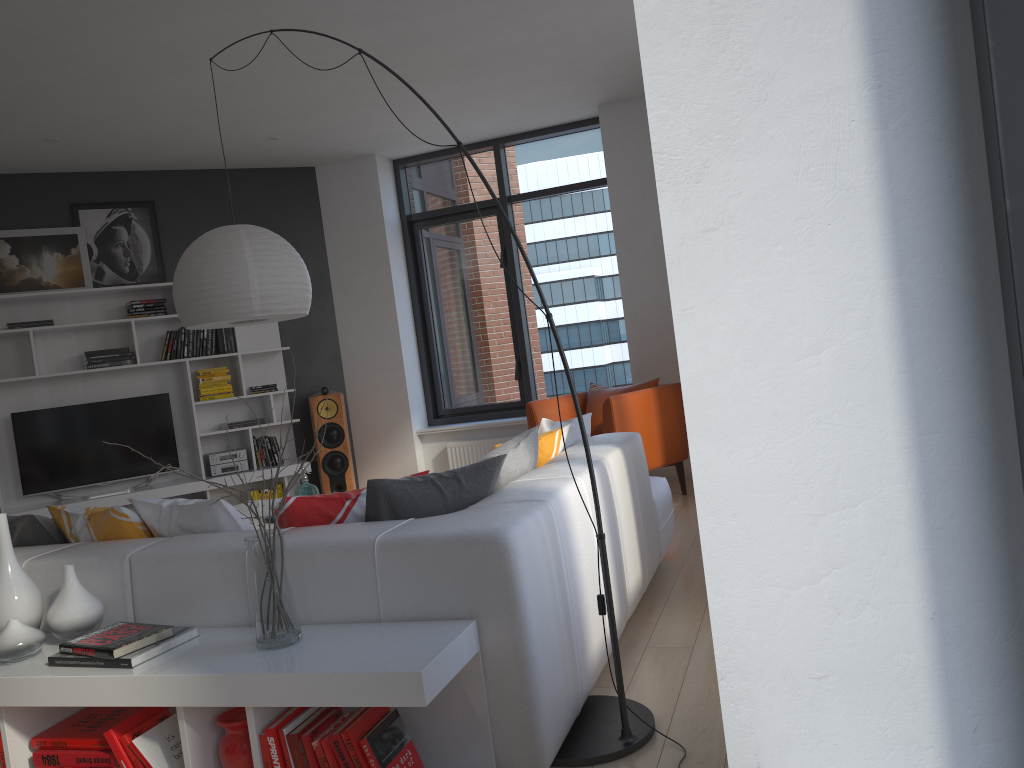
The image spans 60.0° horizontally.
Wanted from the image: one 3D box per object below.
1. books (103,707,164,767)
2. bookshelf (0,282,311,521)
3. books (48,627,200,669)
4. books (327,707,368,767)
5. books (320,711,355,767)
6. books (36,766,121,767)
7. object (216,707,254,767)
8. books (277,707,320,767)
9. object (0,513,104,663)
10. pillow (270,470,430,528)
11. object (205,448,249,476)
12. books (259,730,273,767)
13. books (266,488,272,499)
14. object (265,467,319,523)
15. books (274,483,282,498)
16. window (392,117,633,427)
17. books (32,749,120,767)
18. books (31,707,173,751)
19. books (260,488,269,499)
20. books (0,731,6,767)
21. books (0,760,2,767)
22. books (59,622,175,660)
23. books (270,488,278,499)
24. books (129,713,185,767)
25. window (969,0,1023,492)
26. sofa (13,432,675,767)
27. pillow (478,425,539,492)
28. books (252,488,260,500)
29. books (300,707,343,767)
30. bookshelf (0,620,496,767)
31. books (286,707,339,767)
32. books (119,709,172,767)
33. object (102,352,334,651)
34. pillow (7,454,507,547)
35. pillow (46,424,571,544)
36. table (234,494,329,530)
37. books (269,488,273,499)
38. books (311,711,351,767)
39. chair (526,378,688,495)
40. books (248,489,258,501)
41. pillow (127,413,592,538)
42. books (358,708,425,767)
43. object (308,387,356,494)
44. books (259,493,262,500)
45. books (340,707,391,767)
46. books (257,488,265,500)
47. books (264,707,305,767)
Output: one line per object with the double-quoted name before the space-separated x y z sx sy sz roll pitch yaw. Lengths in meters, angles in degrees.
"books" -0.975 1.021 2.418 0.134 0.248 0.192 -7 2 18
"bookshelf" -3.133 0.315 6.704 3.000 2.052 0.455 -9 2 -27
"books" -1.062 0.720 2.436 0.300 0.026 0.245 -7 2 23
"books" -0.346 0.947 2.203 0.119 0.249 0.187 -7 2 18
"books" -0.385 0.959 2.209 0.083 0.233 0.178 -7 2 18
"books" -1.155 1.046 2.485 0.261 0.027 0.191 -7 2 22
"object" -0.690 0.983 2.305 0.125 0.258 0.125 -8 2 -4
"books" -0.505 0.961 2.240 0.056 0.262 0.185 -7 2 18
"object" -1.413 0.573 2.596 0.316 0.398 0.319 -6 3 42
"pillow" -1.345 0.631 3.217 2.250 0.449 0.575 -7 2 15
"object" -2.307 0.633 7.169 0.285 0.174 0.270 -9 2 -27
"books" -0.571 0.973 2.257 0.026 0.250 0.168 -7 2 18
"books" -1.983 0.978 7.243 0.023 0.239 0.169 -9 2 -27
"object" -1.178 0.582 4.769 0.330 0.265 0.330 -6 3 42
"books" -1.918 0.953 7.283 0.029 0.270 0.204 -9 2 -27
"window" 0.037 -0.921 7.722 1.960 2.402 0.170 -7 2 18
"books" -1.157 1.012 2.500 0.279 0.039 0.206 -7 2 17
"books" -1.160 0.976 2.524 0.301 0.032 0.227 -7 2 18
"books" -2.009 0.976 7.227 0.035 0.250 0.185 -9 2 -27
"books" -1.368 1.059 2.523 0.028 0.269 0.181 -7 2 18
"books" -1.389 1.064 2.546 0.028 0.266 0.188 -7 2 18
"books" -1.074 0.696 2.412 0.238 0.027 0.188 -6 2 31
"books" -1.938 0.974 7.266 0.024 0.234 0.172 -9 2 -27
"books" -0.877 1.025 2.380 0.186 0.223 0.188 -7 2 18
"window" 0.311 -0.679 0.256 0.170 2.402 1.310 -7 2 18
"sofa" -1.150 0.820 4.033 3.424 0.732 2.614 -7 2 18
"pillow" -1.339 0.587 3.561 2.953 0.453 0.647 -7 2 6
"books" -2.070 0.981 7.202 0.015 0.263 0.199 -9 2 -27
"books" -0.444 0.961 2.219 0.066 0.247 0.175 -7 2 18
"bookshelf" -1.341 1.018 2.547 2.600 0.500 0.356 -7 2 18
"books" -0.469 0.961 2.238 0.076 0.252 0.199 -7 2 18
"books" -0.931 1.025 2.397 0.148 0.232 0.171 -7 2 20
"object" -0.650 0.311 2.248 0.607 0.744 0.406 -9 2 -32
"pillow" -1.037 0.568 3.123 2.120 0.436 0.608 -7 2 14
"pillow" -0.683 0.520 3.570 2.095 0.440 0.630 -8 2 -25
"table" -1.307 0.943 5.001 1.091 0.435 1.091 -7 2 18
"books" -1.959 0.977 7.251 0.024 0.234 0.172 -9 2 -27
"books" -0.408 0.964 2.213 0.081 0.230 0.165 -7 2 18
"chair" 0.724 0.421 6.387 0.843 0.858 0.896 -9 3 -40
"books" -2.096 0.987 7.186 0.044 0.255 0.198 -9 2 -27
"pillow" -0.423 0.461 3.745 0.580 0.456 2.156 -5 3 44
"books" -0.280 0.948 2.188 0.103 0.230 0.173 -7 2 18
"object" -1.517 0.559 7.526 0.290 1.088 0.434 -8 2 -12
"books" -2.042 0.995 7.192 0.024 0.229 0.156 -9 2 -27
"books" -0.314 0.939 2.196 0.116 0.255 0.198 -7 2 18
"books" -2.033 0.980 7.217 0.019 0.251 0.180 -9 2 -27
"books" -0.535 0.959 2.252 0.050 0.268 0.198 -7 2 18
